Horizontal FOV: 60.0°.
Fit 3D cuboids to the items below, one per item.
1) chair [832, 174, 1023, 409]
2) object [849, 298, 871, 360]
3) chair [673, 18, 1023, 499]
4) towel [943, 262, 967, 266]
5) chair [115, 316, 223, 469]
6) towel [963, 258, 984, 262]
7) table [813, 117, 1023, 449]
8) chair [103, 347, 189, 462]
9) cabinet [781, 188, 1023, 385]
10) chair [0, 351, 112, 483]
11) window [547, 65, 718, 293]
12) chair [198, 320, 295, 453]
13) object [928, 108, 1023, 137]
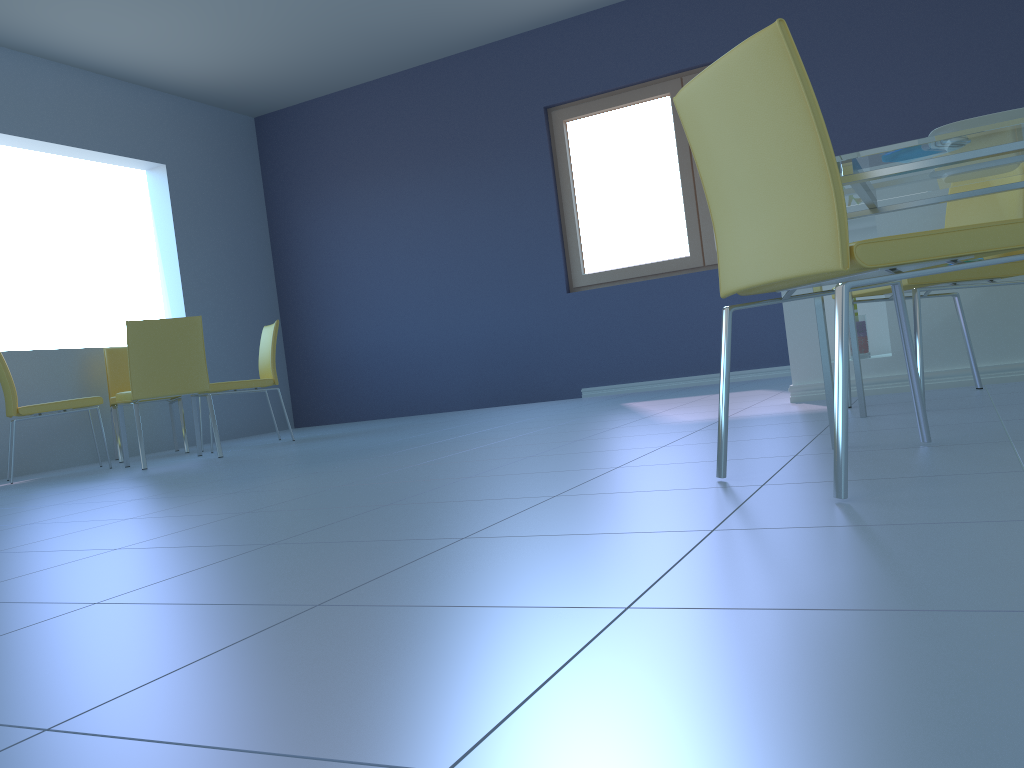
[{"bbox_3d":[1.257,-0.306,2.593,0.484,0.695,0.387,-7,1,-10],"label":"chair"},{"bbox_3d":[1.222,-0.299,3.180,0.067,0.423,0.229,-8,1,-32],"label":"object"},{"bbox_3d":[0.590,-0.204,1.499,0.484,0.695,0.387,-7,1,-15],"label":"chair"},{"bbox_3d":[1.238,-0.334,2.585,0.195,0.024,0.201,-8,1,-44],"label":"towel"},{"bbox_3d":[-1.726,0.042,4.410,0.387,0.695,0.484,-8,1,-32],"label":"chair"},{"bbox_3d":[1.235,-0.347,2.580,0.195,0.024,0.201,-8,1,-38],"label":"towel"},{"bbox_3d":[1.296,-0.241,1.873,1.173,0.590,0.730,-7,1,27],"label":"table"},{"bbox_3d":[-2.230,0.091,5.366,0.387,0.695,0.484,-8,1,-27],"label":"chair"},{"bbox_3d":[2.273,-0.502,3.822,2.139,0.800,2.200,-7,1,27],"label":"cabinet"},{"bbox_3d":[-2.420,0.127,4.624,0.484,0.695,0.387,-8,1,-32],"label":"chair"},{"bbox_3d":[0.972,-1.320,5.703,1.475,1.263,0.142,-7,1,27],"label":"window"},{"bbox_3d":[-1.563,0.012,5.130,0.484,0.699,0.387,-8,1,-27],"label":"chair"},{"bbox_3d":[0.953,-0.505,1.763,0.228,0.020,0.228,-7,1,23],"label":"object"}]
